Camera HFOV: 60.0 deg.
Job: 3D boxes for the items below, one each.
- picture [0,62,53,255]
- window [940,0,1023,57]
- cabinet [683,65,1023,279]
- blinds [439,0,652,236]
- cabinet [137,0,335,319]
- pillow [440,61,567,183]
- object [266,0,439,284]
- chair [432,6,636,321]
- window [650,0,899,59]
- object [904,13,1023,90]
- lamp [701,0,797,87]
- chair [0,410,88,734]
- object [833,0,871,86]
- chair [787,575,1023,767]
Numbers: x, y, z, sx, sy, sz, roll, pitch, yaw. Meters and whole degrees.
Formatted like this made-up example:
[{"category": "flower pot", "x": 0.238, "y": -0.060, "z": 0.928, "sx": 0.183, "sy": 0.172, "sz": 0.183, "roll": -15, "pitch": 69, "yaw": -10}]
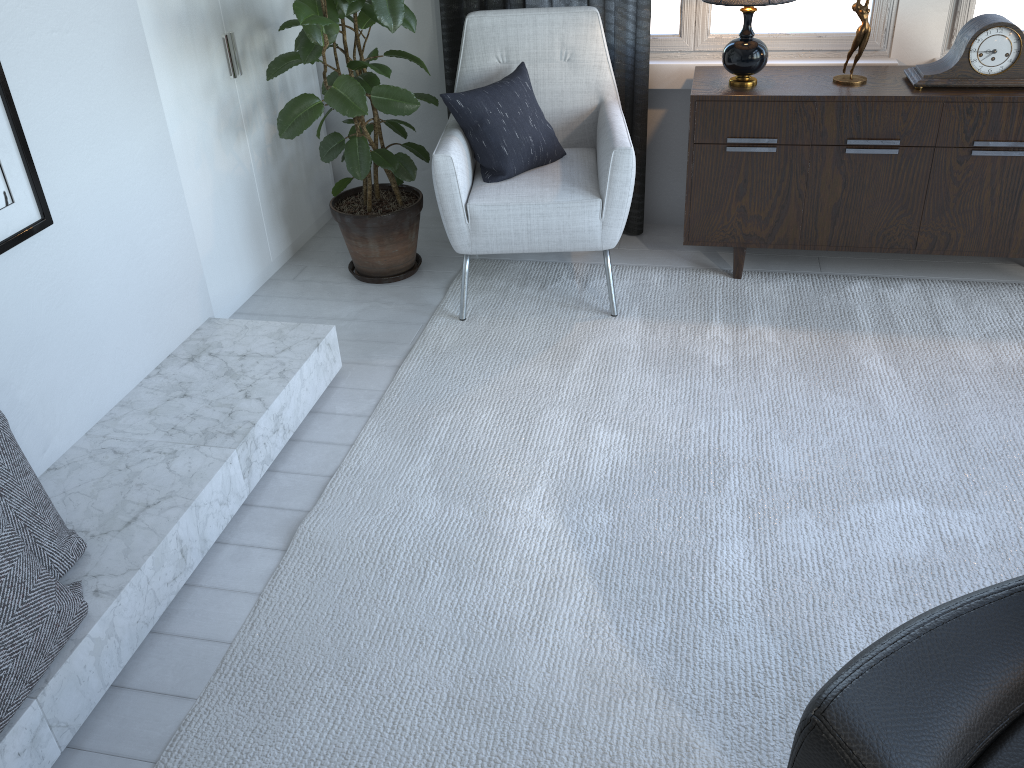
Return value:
[{"category": "picture", "x": -1.080, "y": -0.352, "z": 1.424, "sx": 0.020, "sy": 0.514, "sz": 0.805, "roll": 4, "pitch": 32, "yaw": 12}, {"category": "window", "x": 1.949, "y": -1.994, "z": 2.169, "sx": 1.269, "sy": 2.283, "sz": 0.135, "roll": 4, "pitch": 31, "yaw": 12}, {"category": "cabinet", "x": 1.265, "y": -0.644, "z": 2.786, "sx": 1.399, "sy": 0.602, "sz": 0.393, "roll": 4, "pitch": 32, "yaw": 12}, {"category": "blinds", "x": 1.234, "y": -1.872, "z": 2.267, "sx": 3.213, "sy": 3.221, "sz": 0.192, "roll": 4, "pitch": 31, "yaw": 12}, {"category": "cabinet", "x": -0.962, "y": -1.181, "z": 2.673, "sx": 0.191, "sy": 1.862, "sz": 1.192, "roll": 4, "pitch": 32, "yaw": 12}, {"category": "pillow", "x": -0.017, "y": -0.814, "z": 2.760, "sx": 0.254, "sy": 0.290, "sz": 0.361, "roll": 20, "pitch": 38, "yaw": 34}, {"category": "object", "x": -0.471, "y": -1.024, "z": 2.650, "sx": 0.643, "sy": 1.562, "sz": 0.947, "roll": -20, "pitch": 35, "yaw": -26}, {"category": "chair", "x": 0.074, "y": -0.710, "z": 2.804, "sx": 0.594, "sy": 0.809, "sz": 0.623, "roll": -1, "pitch": 31, "yaw": 3}, {"category": "window", "x": 0.565, "y": -2.095, "z": 2.465, "sx": 1.269, "sy": 2.283, "sz": 0.135, "roll": 4, "pitch": 31, "yaw": 12}, {"category": "object", "x": 1.364, "y": -0.952, "z": 2.533, "sx": 0.406, "sy": 0.177, "sz": 0.184, "roll": 4, "pitch": 32, "yaw": 12}, {"category": "lamp", "x": 0.696, "y": -1.085, "z": 2.609, "sx": 0.282, "sy": 0.390, "sz": 0.284, "roll": 20, "pitch": 38, "yaw": 33}, {"category": "chair", "x": -1.003, "y": 0.458, "z": 1.153, "sx": 0.391, "sy": 0.424, "sz": 1.359, "roll": 4, "pitch": 32, "yaw": 12}, {"category": "object", "x": 1.008, "y": -1.047, "z": 2.586, "sx": 0.096, "sy": 0.319, "sz": 0.098, "roll": 4, "pitch": 31, "yaw": 12}, {"category": "chair", "x": 0.865, "y": 0.392, "z": 0.934, "sx": 0.810, "sy": 0.796, "sz": 0.849, "roll": -25, "pitch": 37, "yaw": -32}]
